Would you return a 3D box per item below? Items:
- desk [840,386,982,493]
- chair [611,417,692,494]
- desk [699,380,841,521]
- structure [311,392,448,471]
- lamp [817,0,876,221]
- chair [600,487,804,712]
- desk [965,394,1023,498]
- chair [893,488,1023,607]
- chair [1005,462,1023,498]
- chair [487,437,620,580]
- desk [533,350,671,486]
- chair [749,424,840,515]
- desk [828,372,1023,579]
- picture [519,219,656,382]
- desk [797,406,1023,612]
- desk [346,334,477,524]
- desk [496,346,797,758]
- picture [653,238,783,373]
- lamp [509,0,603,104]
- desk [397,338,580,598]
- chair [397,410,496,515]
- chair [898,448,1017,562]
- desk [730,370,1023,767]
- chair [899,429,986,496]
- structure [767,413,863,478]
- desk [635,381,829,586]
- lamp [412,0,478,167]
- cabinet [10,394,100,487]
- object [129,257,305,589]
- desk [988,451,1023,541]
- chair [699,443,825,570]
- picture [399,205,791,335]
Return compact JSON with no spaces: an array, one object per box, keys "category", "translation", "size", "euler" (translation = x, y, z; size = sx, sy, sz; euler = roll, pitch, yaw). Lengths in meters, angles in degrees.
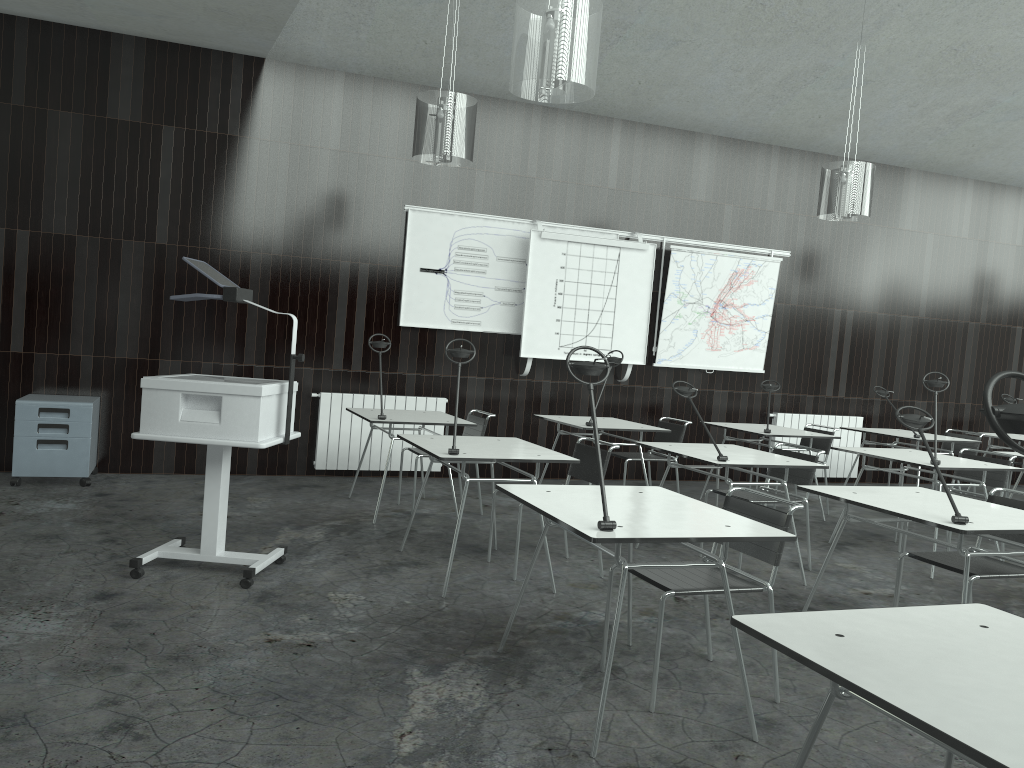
[{"category":"desk","translation":[3.375,0.617,7.586],"size":[0.700,1.153,0.900],"euler":[3,3,-21]},{"category":"chair","translation":[1.013,0.670,6.750],"size":[0.555,0.765,0.428],"euler":[3,3,-22]},{"category":"desk","translation":[2.017,0.540,7.043],"size":[0.700,1.153,0.900],"euler":[3,3,-20]},{"category":"structure","translation":[-1.099,0.443,7.312],"size":[1.129,0.688,0.079],"euler":[3,3,-20]},{"category":"lamp","translation":[2.417,-2.189,6.250],"size":[0.359,1.761,0.350],"euler":[3,3,-20]},{"category":"chair","translation":[0.676,0.821,3.175],"size":[0.555,0.765,0.428],"euler":[3,3,-21]},{"category":"desk","translation":[4.739,0.697,8.079],"size":[0.700,1.153,0.900],"euler":[3,3,-20]},{"category":"chair","translation":[1.969,0.893,3.715],"size":[0.555,0.765,0.428],"euler":[3,3,-20]},{"category":"chair","translation":[4.957,0.899,8.220],"size":[0.555,0.765,0.428],"euler":[3,3,-24]},{"category":"chair","translation":[0.219,0.711,4.701],"size":[0.555,0.765,0.428],"euler":[3,3,-23]},{"category":"desk","translation":[0.645,0.374,6.581],"size":[0.700,1.321,0.900],"euler":[3,3,-22]},{"category":"chair","translation":[2.276,0.746,7.168],"size":[0.555,0.765,0.428],"euler":[3,3,-18]},{"category":"desk","translation":[2.581,0.571,5.580],"size":[0.700,1.321,0.900],"euler":[3,3,-20]},{"category":"picture","translation":[0.637,-0.792,7.757],"size":[1.191,1.508,0.254],"euler":[3,3,-20]},{"category":"desk","translation":[1.710,0.687,3.590],"size":[0.700,1.153,0.900],"euler":[3,3,-20]},{"category":"desk","translation":[-0.707,0.298,6.027],"size":[0.700,1.321,0.900],"euler":[3,3,-21]},{"category":"desk","translation":[0.406,0.530,3.044],"size":[0.700,1.321,0.900],"euler":[3,3,-19]},{"category":"picture","translation":[1.919,-0.779,8.269],"size":[1.211,1.342,0.163],"euler":[3,3,-20]},{"category":"lamp","translation":[0.253,-2.499,3.631],"size":[0.359,2.307,0.350],"euler":[3,3,-20]},{"category":"desk","translation":[-0.153,0.413,4.541],"size":[0.700,1.321,0.900],"euler":[3,3,-20]},{"category":"chair","translation":[-0.455,0.587,6.159],"size":[0.555,0.765,0.428],"euler":[3,3,-22]},{"category":"chair","translation":[2.875,0.863,5.724],"size":[0.555,0.765,0.428],"euler":[3,3,-25]},{"category":"desk","translation":[0.924,0.643,1.543],"size":[0.700,1.321,0.900],"euler":[3,3,-20]},{"category":"chair","translation":[3.751,0.830,7.748],"size":[0.555,0.765,0.428],"euler":[3,3,-21]},{"category":"structure","translation":[3.005,0.682,8.834],"size":[1.129,0.688,0.079],"euler":[3,3,-20]},{"category":"desk","translation":[1.203,0.577,5.025],"size":[0.700,1.153,0.900],"euler":[3,3,-20]},{"category":"lamp","translation":[-0.347,-2.350,5.225],"size":[0.359,1.761,0.350],"euler":[3,3,-20]},{"category":"cabinet","translation":[-3.207,0.435,6.269],"size":[0.502,0.648,0.598],"euler":[3,3,-21]},{"category":"object","translation":[-1.346,0.179,4.204],"size":[0.680,1.639,0.559],"euler":[5,3,4]},{"category":"desk","translation":[3.913,0.732,6.087],"size":[0.700,1.153,0.900],"euler":[3,3,-20]},{"category":"chair","translation":[1.462,0.782,5.180],"size":[0.555,0.765,0.428],"euler":[3,3,-24]},{"category":"picture","translation":[0.875,-0.978,7.944],"size":[3.818,1.102,0.050],"euler":[3,3,-20]}]
